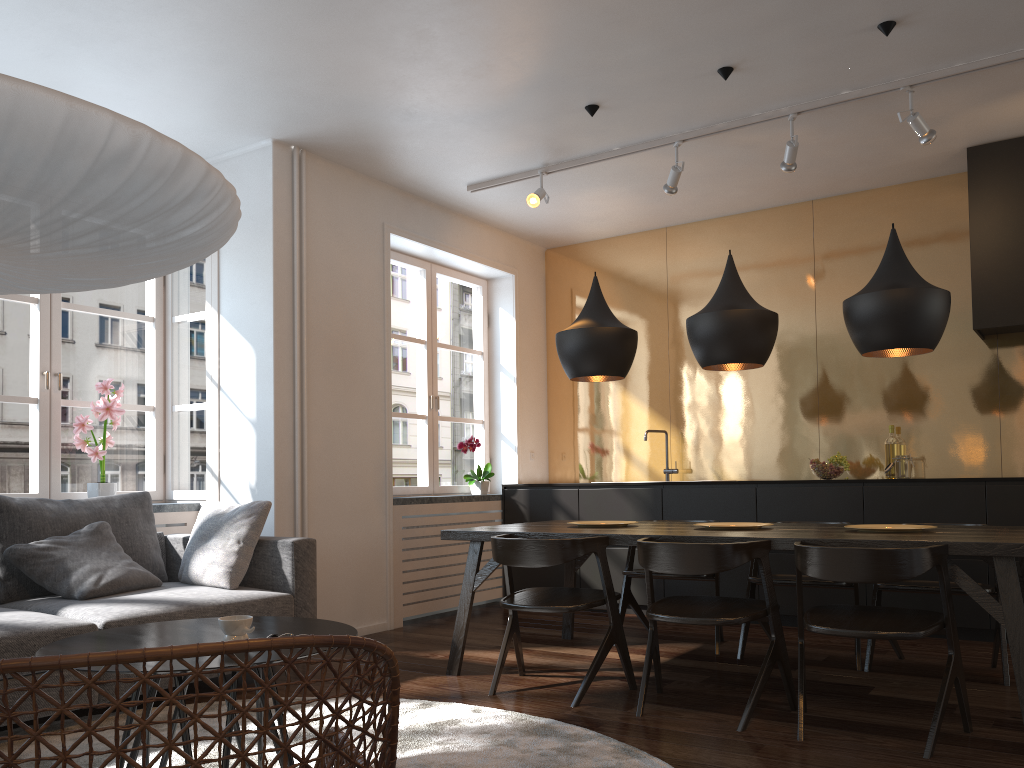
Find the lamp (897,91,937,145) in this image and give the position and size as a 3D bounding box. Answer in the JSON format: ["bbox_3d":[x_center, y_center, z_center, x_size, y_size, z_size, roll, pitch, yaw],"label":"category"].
[{"bbox_3d":[2.679,-0.459,4.535,1.834,1.841,0.089,1,-3,-22],"label":"lamp"}]

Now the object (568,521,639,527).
[{"bbox_3d":[0.450,0.696,4.395,0.356,0.016,0.357,-6,-8,37],"label":"object"}]

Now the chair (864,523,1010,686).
[{"bbox_3d":[1.984,0.996,4.120,0.594,0.669,0.521,-3,-4,33],"label":"chair"}]

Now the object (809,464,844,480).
[{"bbox_3d":[1.956,0.544,5.474,0.218,0.096,0.220,0,-6,-9],"label":"object"}]

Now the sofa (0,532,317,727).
[{"bbox_3d":[-1.782,0.926,2.971,2.044,0.669,3.077,-5,-7,33],"label":"sofa"}]

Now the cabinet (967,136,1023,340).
[{"bbox_3d":[3.554,-0.885,4.701,1.959,1.046,0.533,-4,-4,33],"label":"cabinet"}]

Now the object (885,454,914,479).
[{"bbox_3d":[2.376,0.504,5.420,0.177,0.151,0.088,-2,-3,11],"label":"object"}]

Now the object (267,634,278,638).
[{"bbox_3d":[-0.682,0.712,2.488,0.026,0.010,0.125,-1,-6,0],"label":"object"}]

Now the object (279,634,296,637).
[{"bbox_3d":[-0.640,0.704,2.449,0.025,0.016,0.164,-2,-6,8],"label":"object"}]

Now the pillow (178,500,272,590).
[{"bbox_3d":[-1.422,0.768,4.262,0.495,0.413,0.287,-4,-4,32],"label":"pillow"}]

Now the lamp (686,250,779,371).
[{"bbox_3d":[1.004,-0.345,4.045,0.411,0.539,0.412,-1,-4,10],"label":"lamp"}]

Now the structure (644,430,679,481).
[{"bbox_3d":[1.072,0.520,6.338,0.266,0.384,0.110,2,-4,-41],"label":"structure"}]

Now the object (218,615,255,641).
[{"bbox_3d":[-0.742,0.674,2.410,0.091,0.069,0.139,4,-7,-44],"label":"object"}]

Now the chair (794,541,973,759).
[{"bbox_3d":[1.263,0.896,3.115,0.594,0.669,0.521,-3,-4,32],"label":"chair"}]

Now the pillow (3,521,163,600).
[{"bbox_3d":[-1.896,0.781,3.942,0.444,0.320,0.494,-2,-5,15],"label":"pillow"}]

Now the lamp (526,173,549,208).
[{"bbox_3d":[0.155,-1.144,5.262,0.085,0.239,0.251,-2,-4,20],"label":"lamp"}]

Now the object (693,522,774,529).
[{"bbox_3d":[1.007,0.647,4.026,0.356,0.016,0.357,-2,-7,14],"label":"object"}]

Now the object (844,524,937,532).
[{"bbox_3d":[1.563,0.598,3.657,0.356,0.016,0.357,-6,-8,37],"label":"object"}]

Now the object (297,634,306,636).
[{"bbox_3d":[-0.598,0.703,2.443,0.015,0.015,0.168,-2,-6,21],"label":"object"}]

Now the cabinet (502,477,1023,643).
[{"bbox_3d":[2.240,1.032,5.412,5.074,0.897,0.734,-5,-5,33],"label":"cabinet"}]

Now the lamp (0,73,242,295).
[{"bbox_3d":[-1.409,-0.392,2.097,1.470,0.209,1.477,1,-7,-20],"label":"lamp"}]

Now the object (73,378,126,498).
[{"bbox_3d":[-2.223,0.312,4.771,0.297,0.688,0.201,-1,-2,13],"label":"object"}]

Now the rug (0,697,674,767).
[{"bbox_3d":[-0.850,1.168,2.318,2.838,0.012,2.851,-2,-7,13],"label":"rug"}]

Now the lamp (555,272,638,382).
[{"bbox_3d":[0.422,-0.294,4.431,0.411,0.539,0.412,1,-4,-23],"label":"lamp"}]

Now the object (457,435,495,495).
[{"bbox_3d":[-0.251,0.587,6.417,0.230,0.435,0.407,-1,-4,10],"label":"object"}]

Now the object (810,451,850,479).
[{"bbox_3d":[1.957,0.504,5.458,0.239,0.172,0.178,-2,-5,18],"label":"object"}]

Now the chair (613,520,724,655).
[{"bbox_3d":[0.901,1.096,4.873,0.594,0.669,0.521,-3,-4,30],"label":"chair"}]

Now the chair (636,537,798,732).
[{"bbox_3d":[0.753,0.941,3.454,0.594,0.669,0.521,-4,-5,34],"label":"chair"}]

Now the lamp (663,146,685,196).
[{"bbox_3d":[0.920,-1.194,4.925,0.085,0.238,0.252,0,-4,-16],"label":"lamp"}]

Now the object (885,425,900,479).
[{"bbox_3d":[2.406,0.429,5.594,0.092,0.338,0.092,-1,-2,1],"label":"object"}]

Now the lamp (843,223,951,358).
[{"bbox_3d":[1.585,-0.397,3.659,0.411,0.539,0.412,0,-4,-9],"label":"lamp"}]

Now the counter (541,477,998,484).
[{"bbox_3d":[2.233,0.584,5.429,5.071,0.002,0.734,-5,-8,33],"label":"counter"}]

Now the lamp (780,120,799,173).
[{"bbox_3d":[1.458,-1.239,4.578,0.085,0.239,0.252,-1,-4,0],"label":"lamp"}]

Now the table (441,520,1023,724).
[{"bbox_3d":[1.005,0.990,3.973,2.505,0.676,1.110,-5,-7,33],"label":"table"}]

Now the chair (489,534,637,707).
[{"bbox_3d":[0.181,0.991,3.826,0.594,0.669,0.521,-3,-4,32],"label":"chair"}]

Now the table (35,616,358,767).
[{"bbox_3d":[-0.862,0.955,2.488,0.849,0.471,0.849,-5,-7,36],"label":"table"}]

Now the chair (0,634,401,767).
[{"bbox_3d":[-0.552,0.692,1.310,0.718,0.707,0.688,1,-5,-24],"label":"chair"}]

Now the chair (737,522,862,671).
[{"bbox_3d":[1.478,1.041,4.456,0.594,0.669,0.521,-3,-4,32],"label":"chair"}]

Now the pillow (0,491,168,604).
[{"bbox_3d":[-2.030,0.750,4.178,0.275,0.475,0.839,-3,-6,34],"label":"pillow"}]
